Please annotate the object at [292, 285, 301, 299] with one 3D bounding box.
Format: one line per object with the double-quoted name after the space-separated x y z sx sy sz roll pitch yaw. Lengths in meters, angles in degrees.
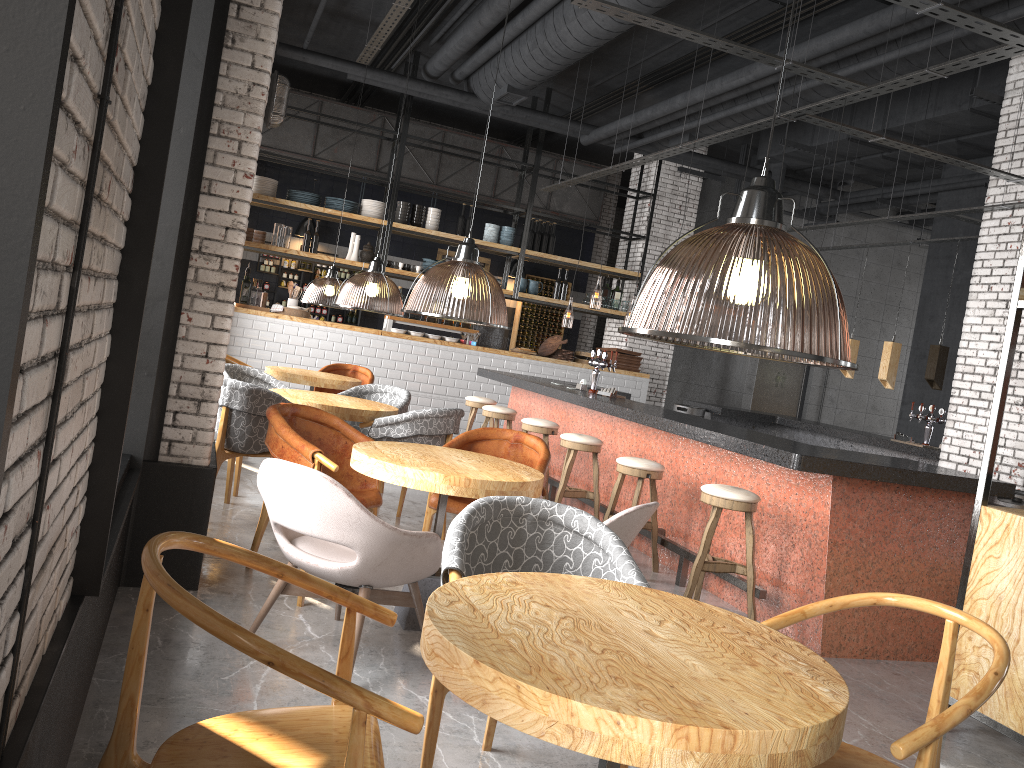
-2.753 -1.065 11.232 0.137 0.370 0.033 11 2 36 "object"

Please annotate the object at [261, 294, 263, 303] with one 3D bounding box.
-3.148 -1.048 11.239 0.056 0.249 0.056 10 2 33 "object"

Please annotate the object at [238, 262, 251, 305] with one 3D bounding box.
-3.295 -1.231 10.983 0.106 0.554 0.157 9 2 -21 "object"

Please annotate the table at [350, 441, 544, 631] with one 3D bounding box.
-0.369 0.768 4.304 0.933 0.809 0.931 11 2 28 "table"

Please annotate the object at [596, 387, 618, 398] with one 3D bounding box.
0.870 0.066 8.123 0.091 0.091 0.178 8 3 -45 "object"

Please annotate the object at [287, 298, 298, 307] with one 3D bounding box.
-2.797 -0.979 11.277 0.129 0.204 0.129 10 2 16 "object"

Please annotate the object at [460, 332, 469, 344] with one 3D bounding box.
-0.640 -0.616 11.820 0.122 0.165 0.112 10 2 14 "object"

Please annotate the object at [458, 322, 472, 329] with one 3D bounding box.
-0.616 -0.961 12.123 0.154 0.404 0.155 9 2 -20 "object"

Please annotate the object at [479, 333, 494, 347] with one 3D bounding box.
-0.350 -0.600 12.082 0.181 0.168 0.170 9 2 -10 "object"

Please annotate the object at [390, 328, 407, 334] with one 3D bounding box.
-1.475 -0.685 11.499 0.216 0.055 0.324 9 3 -20 "object"

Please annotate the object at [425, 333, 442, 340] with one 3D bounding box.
-1.039 -0.620 11.666 0.216 0.055 0.324 9 3 -20 "object"

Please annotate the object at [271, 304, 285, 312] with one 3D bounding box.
-2.870 -0.934 11.071 0.187 0.110 0.283 10 2 17 "object"

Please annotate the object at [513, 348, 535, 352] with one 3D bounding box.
0.147 -0.476 12.308 0.229 0.016 0.557 9 3 -14 "object"

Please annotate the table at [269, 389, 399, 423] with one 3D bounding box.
-1.347 0.512 6.402 0.933 0.809 0.931 11 2 28 "table"

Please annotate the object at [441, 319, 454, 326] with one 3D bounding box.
-0.846 -0.995 12.036 0.154 0.404 0.155 9 2 -20 "object"

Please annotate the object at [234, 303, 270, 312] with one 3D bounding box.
-3.272 -0.961 11.136 0.411 0.050 0.412 9 3 -21 "object"

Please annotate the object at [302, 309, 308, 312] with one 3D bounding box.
-2.662 -0.912 11.219 0.161 0.075 0.160 11 3 33 "object"

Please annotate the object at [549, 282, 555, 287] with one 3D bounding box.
0.729 -1.783 15.872 0.079 0.079 0.284 9 3 -20 "object"

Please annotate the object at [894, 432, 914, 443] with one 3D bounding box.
3.985 0.545 9.000 0.091 0.091 0.178 8 3 -45 "object"

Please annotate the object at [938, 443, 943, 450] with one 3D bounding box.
4.337 0.630 8.250 0.200 0.106 0.768 9 3 -20 "object"

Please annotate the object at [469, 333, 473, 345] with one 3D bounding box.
-0.527 -0.601 11.921 0.112 0.165 0.122 11 2 34 "object"

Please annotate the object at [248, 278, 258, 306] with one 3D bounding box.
-3.219 -1.126 11.032 0.070 0.367 0.107 9 2 -21 "object"

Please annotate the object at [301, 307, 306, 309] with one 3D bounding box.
-2.661 -0.932 11.219 0.160 0.078 0.160 11 3 33 "object"

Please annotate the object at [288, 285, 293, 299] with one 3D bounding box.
-2.827 -1.084 11.277 0.087 0.356 0.026 10 1 3 "object"

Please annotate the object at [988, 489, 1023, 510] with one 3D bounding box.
2.986 1.162 5.388 0.400 1.034 0.397 10 2 15 "object"

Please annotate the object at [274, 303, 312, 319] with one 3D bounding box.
-2.767 -0.919 11.161 0.420 0.156 0.436 12 3 43 "object"

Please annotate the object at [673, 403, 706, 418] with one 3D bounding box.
2.036 0.773 10.579 0.400 1.034 0.397 10 2 15 "object"

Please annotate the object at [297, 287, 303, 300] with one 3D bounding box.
-2.751 -1.063 11.284 0.123 0.358 0.076 9 1 -4 "object"

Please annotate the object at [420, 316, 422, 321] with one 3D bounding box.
-1.198 -0.924 11.854 0.039 0.163 0.077 10 2 25 "object"

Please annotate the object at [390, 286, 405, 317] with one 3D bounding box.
-1.515 -1.096 11.798 0.154 0.404 0.155 9 2 -20 "object"

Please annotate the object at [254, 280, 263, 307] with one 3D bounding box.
-3.158 -1.117 11.055 0.070 0.367 0.107 9 2 -21 "object"

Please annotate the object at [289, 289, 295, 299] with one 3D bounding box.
-2.805 -1.048 11.258 0.052 0.328 0.071 10 2 26 "object"

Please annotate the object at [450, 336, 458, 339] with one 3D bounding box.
-0.749 -0.604 11.654 0.039 0.021 0.203 7 3 -43 "object"

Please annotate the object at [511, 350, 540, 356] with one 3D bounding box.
0.194 -0.424 12.284 0.407 0.019 0.458 10 3 22 "object"

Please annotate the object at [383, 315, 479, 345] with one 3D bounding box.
-1.121 -0.554 11.980 1.249 0.551 0.315 9 2 -20 "object"

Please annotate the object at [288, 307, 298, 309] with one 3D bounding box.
-2.720 -0.915 11.065 0.160 0.075 0.161 7 3 -42 "object"

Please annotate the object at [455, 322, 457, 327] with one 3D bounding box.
-0.748 -0.855 11.999 0.024 0.163 0.062 9 2 -29 "object"

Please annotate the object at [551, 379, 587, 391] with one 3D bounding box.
0.520 -0.033 8.872 0.200 0.106 0.768 9 3 -20 "object"

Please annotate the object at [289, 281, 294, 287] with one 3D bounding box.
-2.817 -1.169 11.305 0.090 0.289 0.017 10 1 17 "object"

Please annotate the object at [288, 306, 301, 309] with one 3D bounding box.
-2.716 -0.934 11.067 0.160 0.078 0.161 7 3 -42 "object"

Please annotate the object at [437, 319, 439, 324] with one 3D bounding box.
-0.985 -0.892 11.937 0.031 0.163 0.046 10 1 5 "object"

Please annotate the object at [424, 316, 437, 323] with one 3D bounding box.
-1.074 -1.030 11.958 0.154 0.404 0.155 9 2 -20 "object"

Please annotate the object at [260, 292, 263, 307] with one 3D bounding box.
-3.176 -1.057 11.321 0.056 0.249 0.056 10 2 33 "object"

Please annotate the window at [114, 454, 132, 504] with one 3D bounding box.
-1.305 -0.923 2.913 0.364 2.695 1.537 9 2 -20 "window"

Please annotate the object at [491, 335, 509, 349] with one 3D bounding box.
-0.168 -0.577 12.245 0.181 0.168 0.170 8 3 -40 "object"

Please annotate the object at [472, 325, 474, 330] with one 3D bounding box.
-0.521 -0.821 12.078 0.034 0.163 0.061 10 2 13 "object"

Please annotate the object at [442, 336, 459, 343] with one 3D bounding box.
-0.817 -0.588 11.729 0.216 0.060 0.324 9 3 -20 "object"

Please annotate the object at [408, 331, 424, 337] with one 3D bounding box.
-1.254 -0.653 11.565 0.216 0.059 0.324 9 3 -20 "object"

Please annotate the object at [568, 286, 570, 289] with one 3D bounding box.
0.985 -1.746 15.989 0.079 0.079 0.284 9 3 -20 "object"

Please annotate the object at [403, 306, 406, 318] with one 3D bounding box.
-1.414 -0.955 11.759 0.080 0.163 0.032 11 2 42 "object"

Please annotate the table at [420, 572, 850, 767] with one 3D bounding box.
0.203 0.965 2.009 0.933 0.809 0.931 11 2 28 "table"

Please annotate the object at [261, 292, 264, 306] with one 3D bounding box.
-3.119 -1.040 11.157 0.056 0.249 0.056 10 2 33 "object"

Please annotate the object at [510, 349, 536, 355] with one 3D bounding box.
0.139 -0.451 12.312 0.276 0.019 0.514 9 3 -15 "object"

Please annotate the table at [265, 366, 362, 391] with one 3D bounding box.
-2.007 0.299 8.712 0.933 0.809 0.931 10 2 23 "table"

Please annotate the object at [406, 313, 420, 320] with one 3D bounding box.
-1.297 -1.063 11.868 0.154 0.404 0.155 9 2 -20 "object"

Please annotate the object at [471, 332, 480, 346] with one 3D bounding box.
-0.493 -0.602 11.798 0.128 0.189 0.123 9 2 -11 "object"

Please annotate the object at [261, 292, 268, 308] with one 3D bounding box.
-3.091 -1.032 11.075 0.056 0.249 0.056 10 2 33 "object"
